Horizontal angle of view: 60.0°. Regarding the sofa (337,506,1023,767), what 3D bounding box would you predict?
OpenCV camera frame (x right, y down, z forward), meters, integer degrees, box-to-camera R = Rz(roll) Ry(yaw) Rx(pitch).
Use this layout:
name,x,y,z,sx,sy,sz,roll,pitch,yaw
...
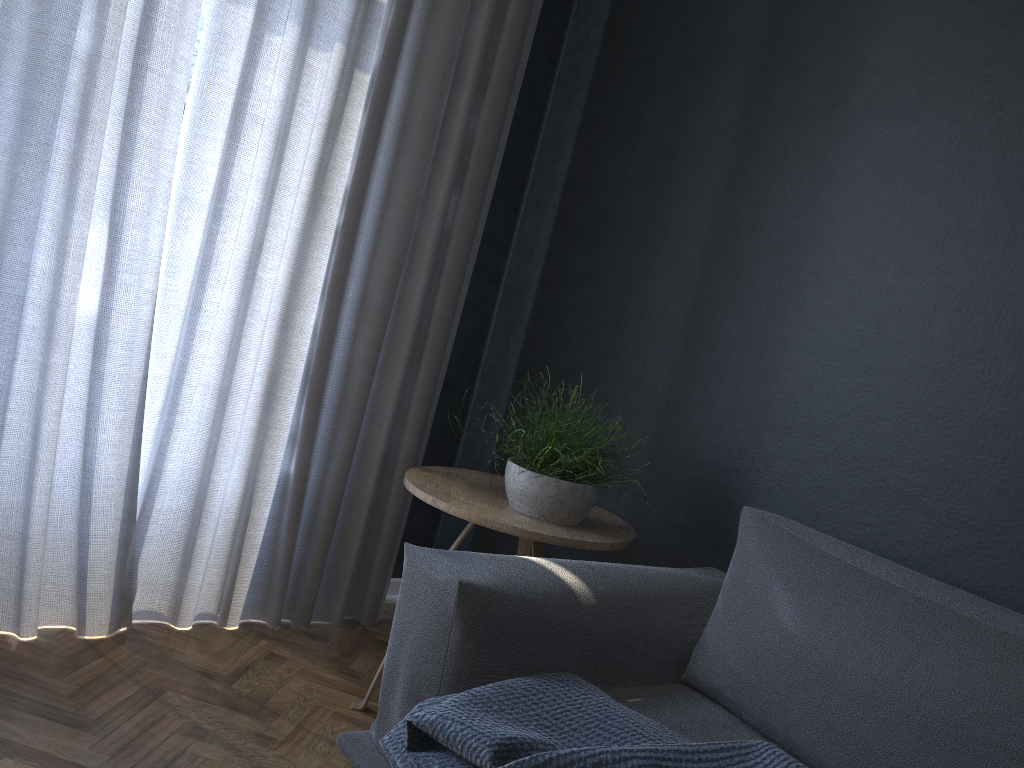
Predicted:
name,x,y,z,sx,sy,sz,roll,pitch,yaw
sofa,0.732,0.781,1.037,0.971,0.799,2.334,11,5,-39

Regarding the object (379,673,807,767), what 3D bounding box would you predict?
name,x,y,z,sx,sy,sz,roll,pitch,yaw
object,0.152,0.635,1.300,0.491,0.329,0.664,12,5,-33

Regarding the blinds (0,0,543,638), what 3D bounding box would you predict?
name,x,y,z,sx,sy,sz,roll,pitch,yaw
blinds,-1.559,-0.899,1.624,3.998,2.792,0.311,11,6,-38
